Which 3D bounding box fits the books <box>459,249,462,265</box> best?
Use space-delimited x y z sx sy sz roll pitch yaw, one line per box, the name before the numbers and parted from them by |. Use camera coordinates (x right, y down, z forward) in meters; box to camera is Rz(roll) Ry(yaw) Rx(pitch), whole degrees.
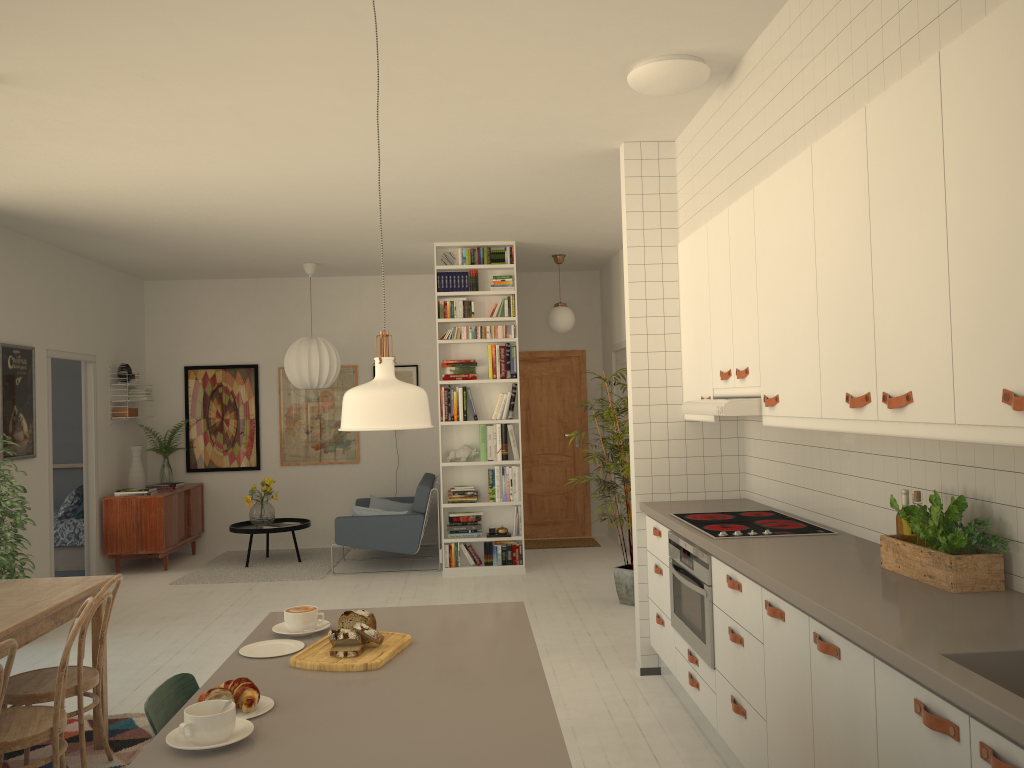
books | -0.458 -1.111 7.850 0.026 0.149 0.155 -2 -1 -3

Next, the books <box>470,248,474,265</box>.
books | -0.353 -1.112 7.858 0.028 0.147 0.192 -2 -1 -3

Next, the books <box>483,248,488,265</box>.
books | -0.238 -1.119 7.891 0.032 0.154 0.212 -2 -1 -3

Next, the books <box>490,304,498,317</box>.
books | -0.166 -0.644 7.893 0.073 0.129 0.200 -2 -1 -3

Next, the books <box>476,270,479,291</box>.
books | -0.311 -0.902 7.881 0.020 0.191 0.205 -2 -1 -3

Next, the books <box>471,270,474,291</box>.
books | -0.351 -0.901 7.876 0.020 0.191 0.205 -2 -1 -3

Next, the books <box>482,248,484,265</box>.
books | -0.258 -1.118 7.878 0.009 0.151 0.208 -2 -1 -3

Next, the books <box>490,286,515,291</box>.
books | -0.091 -0.832 7.881 0.214 0.038 0.222 -2 -1 -3

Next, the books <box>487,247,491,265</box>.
books | -0.205 -1.120 7.877 0.032 0.152 0.200 -2 -1 -3

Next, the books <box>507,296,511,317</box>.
books | -0.027 -0.677 7.889 0.022 0.187 0.186 -2 -1 -3

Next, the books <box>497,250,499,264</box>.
books | -0.126 -1.111 7.853 0.017 0.130 0.150 -2 -1 -3

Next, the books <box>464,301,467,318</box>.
books | -0.409 -0.648 7.861 0.024 0.155 0.206 -2 -1 -3

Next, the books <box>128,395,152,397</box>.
books | -3.783 0.122 9.020 0.168 0.021 0.197 -2 -1 -1

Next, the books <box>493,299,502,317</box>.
books | -0.132 -0.663 7.884 0.092 0.165 0.222 -2 -1 -3

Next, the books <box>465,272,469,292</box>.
books | -0.401 -0.894 7.865 0.034 0.179 0.188 -2 -1 -3

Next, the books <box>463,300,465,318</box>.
books | -0.426 -0.650 7.840 0.013 0.159 0.176 -2 -1 -3

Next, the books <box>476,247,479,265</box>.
books | -0.305 -1.118 7.884 0.024 0.156 0.227 -2 -1 -3

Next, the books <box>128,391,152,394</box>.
books | -3.781 0.089 9.023 0.173 0.023 0.190 -2 -1 -4

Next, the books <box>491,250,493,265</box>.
books | -0.178 -1.110 7.850 0.017 0.130 0.150 -2 -1 -3

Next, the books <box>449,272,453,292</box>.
books | -0.541 -0.890 7.858 0.034 0.179 0.188 -2 -1 -3

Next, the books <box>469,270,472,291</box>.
books | -0.372 -0.901 7.878 0.020 0.191 0.205 -2 -1 -3

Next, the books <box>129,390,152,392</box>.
books | -3.780 0.072 9.030 0.153 0.013 0.197 -2 -1 -1

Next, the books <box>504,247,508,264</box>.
books | -0.053 -1.124 7.856 0.019 0.157 0.150 -2 -1 -3

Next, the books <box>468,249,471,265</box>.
books | -0.376 -1.109 7.875 0.018 0.141 0.206 -2 -1 -3

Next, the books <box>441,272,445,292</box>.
books | -0.611 -0.888 7.854 0.034 0.179 0.188 -2 -1 -3

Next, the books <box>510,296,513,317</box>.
books | -0.008 -0.678 7.877 0.014 0.188 0.218 -2 -1 -3

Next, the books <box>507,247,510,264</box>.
books | -0.034 -1.125 7.895 0.020 0.156 0.229 -2 -1 -3

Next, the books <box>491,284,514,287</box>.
books | -0.089 -0.860 7.880 0.200 0.018 0.208 -2 -1 -3

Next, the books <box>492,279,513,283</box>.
books | -0.085 -0.909 7.858 0.179 0.016 0.208 -2 -1 2

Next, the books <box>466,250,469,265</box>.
books | -0.398 -1.103 7.888 0.025 0.131 0.253 -2 -1 -3

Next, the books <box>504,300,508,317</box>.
books | -0.054 -0.659 7.870 0.030 0.153 0.199 -2 -1 -3

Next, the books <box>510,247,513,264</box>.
books | -0.013 -1.124 7.893 0.021 0.151 0.228 -2 -1 -3

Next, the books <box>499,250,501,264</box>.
books | -0.108 -1.112 7.853 0.017 0.130 0.150 -2 -1 -3

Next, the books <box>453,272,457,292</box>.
books | -0.506 -0.891 7.860 0.034 0.179 0.188 -2 -1 -3

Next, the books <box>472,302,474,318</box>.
books | -0.346 -0.644 7.850 0.020 0.145 0.189 -2 -1 -3

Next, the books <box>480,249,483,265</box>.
books | -0.271 -1.110 7.871 0.019 0.137 0.201 -2 -1 -3

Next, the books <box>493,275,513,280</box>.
books | -0.078 -0.933 7.876 0.169 0.032 0.188 -2 -1 2

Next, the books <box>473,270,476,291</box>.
books | -0.331 -0.902 7.869 0.020 0.191 0.205 -2 -1 -3

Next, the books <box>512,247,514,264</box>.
books | 0.003 -1.125 7.916 0.014 0.154 0.260 -2 -1 -3

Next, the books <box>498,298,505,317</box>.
books | -0.098 -0.666 7.872 0.065 0.168 0.228 -2 -1 -3

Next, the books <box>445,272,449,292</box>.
books | -0.576 -0.889 7.856 0.034 0.179 0.188 -2 -1 -3

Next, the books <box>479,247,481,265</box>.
books | -0.287 -1.119 7.880 0.012 0.158 0.220 -2 -1 -3

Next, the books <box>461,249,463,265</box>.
books | -0.439 -1.110 7.868 0.013 0.146 0.208 -2 -1 -3

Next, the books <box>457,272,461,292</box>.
books | -0.471 -0.892 7.862 0.034 0.179 0.188 -2 -1 -3

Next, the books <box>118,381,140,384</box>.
books | -3.768 -0.011 8.726 0.159 0.028 0.146 -2 -1 -6

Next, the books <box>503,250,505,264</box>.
books | -0.073 -1.113 7.855 0.017 0.130 0.150 -2 -1 -3

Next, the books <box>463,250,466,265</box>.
books | -0.420 -1.106 7.844 0.023 0.137 0.161 -2 -1 -3

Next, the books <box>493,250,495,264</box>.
books | -0.161 -1.110 7.851 0.017 0.130 0.150 -2 -1 -3

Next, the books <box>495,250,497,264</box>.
books | -0.143 -1.111 7.852 0.017 0.130 0.150 -2 -1 -3

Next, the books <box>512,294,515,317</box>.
books | 0.011 -0.684 7.876 0.022 0.199 0.212 -2 -1 -3

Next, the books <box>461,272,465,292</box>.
books | -0.436 -0.893 7.863 0.034 0.179 0.188 -2 -1 -3

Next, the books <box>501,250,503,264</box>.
books | -0.090 -1.112 7.854 0.017 0.130 0.150 -2 -1 -3

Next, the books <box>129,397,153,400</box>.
books | -3.777 0.151 9.028 0.179 0.038 0.190 -2 -1 -4

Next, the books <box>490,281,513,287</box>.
books | -0.102 -0.884 7.879 0.173 0.030 0.199 -1 -1 -13

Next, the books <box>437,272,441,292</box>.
books | -0.646 -0.887 7.852 0.034 0.179 0.188 -2 -1 -3

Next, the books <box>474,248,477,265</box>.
books | -0.328 -1.114 7.875 0.024 0.148 0.188 -2 -1 -3

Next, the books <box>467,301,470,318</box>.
books | -0.383 -0.648 7.829 0.023 0.153 0.176 -2 -1 -3
